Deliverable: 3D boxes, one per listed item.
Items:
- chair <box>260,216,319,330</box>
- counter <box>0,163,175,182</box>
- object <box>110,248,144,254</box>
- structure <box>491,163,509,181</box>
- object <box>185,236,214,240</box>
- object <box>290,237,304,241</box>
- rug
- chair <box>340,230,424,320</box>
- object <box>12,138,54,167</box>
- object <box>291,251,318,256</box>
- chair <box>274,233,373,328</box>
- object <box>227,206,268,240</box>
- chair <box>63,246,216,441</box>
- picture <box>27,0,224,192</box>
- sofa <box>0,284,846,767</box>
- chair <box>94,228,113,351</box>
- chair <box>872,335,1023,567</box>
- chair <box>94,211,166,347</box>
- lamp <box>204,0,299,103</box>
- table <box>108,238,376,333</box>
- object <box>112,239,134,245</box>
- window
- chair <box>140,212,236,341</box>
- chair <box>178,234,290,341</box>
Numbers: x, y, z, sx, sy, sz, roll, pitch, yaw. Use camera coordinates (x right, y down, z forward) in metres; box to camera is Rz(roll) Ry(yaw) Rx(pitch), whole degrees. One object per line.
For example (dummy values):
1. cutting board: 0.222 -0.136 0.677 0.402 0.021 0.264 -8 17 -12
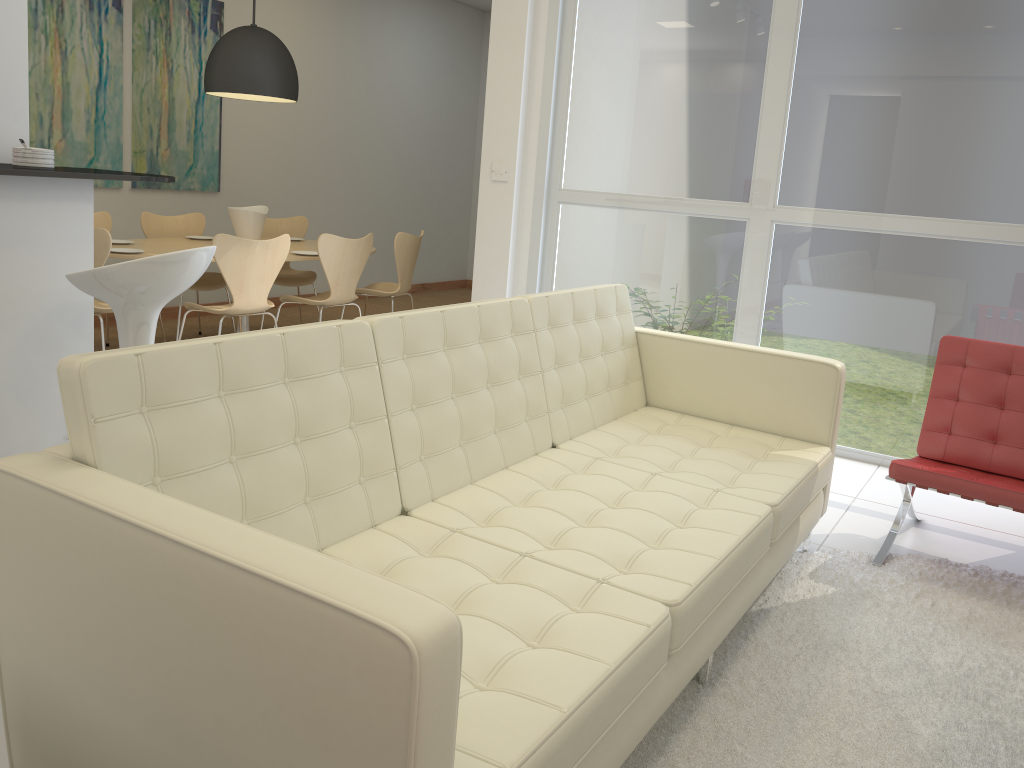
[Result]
1. chair: -1.768 -0.833 6.819 0.522 0.898 0.520 -3 13 -35
2. counter: -2.212 -0.598 2.257 0.739 0.019 2.983 12 15 29
3. object: -2.220 -0.761 5.074 0.210 0.015 0.212 -5 16 -36
4. structure: -0.075 -1.289 5.387 0.114 0.103 0.013 11 12 30
5. object: -2.206 -1.035 6.280 0.211 0.015 0.212 -7 17 -41
6. object: -1.696 -1.107 6.771 0.210 0.015 0.212 6 13 8
7. rug: 1.046 0.972 1.838 2.455 0.004 3.347 12 15 31
8. chair: -0.925 -0.664 6.366 0.516 0.898 0.526 7 11 14
9. object: -1.801 -0.864 3.303 0.140 0.096 0.174 9 13 23
10. object: -1.329 -0.847 5.757 0.210 0.015 0.212 1 13 -13
11. chair: -1.218 -0.541 5.725 0.518 0.898 0.524 11 12 30
12. object: -1.772 -1.057 5.942 0.271 0.277 0.264 0 12 -24
13. chair: -1.227 0.039 2.912 0.465 1.011 0.460 8 11 16
14. picture: -2.818 -2.191 6.472 0.020 1.492 1.749 10 13 30
15. sofa: 0.130 0.294 2.435 1.005 0.913 2.581 11 14 30
16. chair: -2.293 -0.425 4.848 0.522 0.898 0.520 7 11 14
17. chair: 1.844 0.297 3.270 0.704 0.809 0.710 12 13 35
18. chair: -2.545 -0.617 5.608 0.516 0.898 0.526 6 11 10
19. lamp: -1.651 -2.605 5.686 0.597 1.479 0.597 11 12 32
20. table: -1.829 -0.568 6.024 1.286 0.722 2.276 12 14 30
21. object: -2.478 -0.887 5.542 0.210 0.015 0.212 -5 16 -36
22. window: 1.631 -0.976 4.559 3.449 2.688 0.122 11 12 30
23. chair: -2.279 -0.735 6.216 0.518 0.898 0.524 12 13 34
24. chair: -1.614 -0.436 5.131 0.519 0.898 0.523 13 13 37
